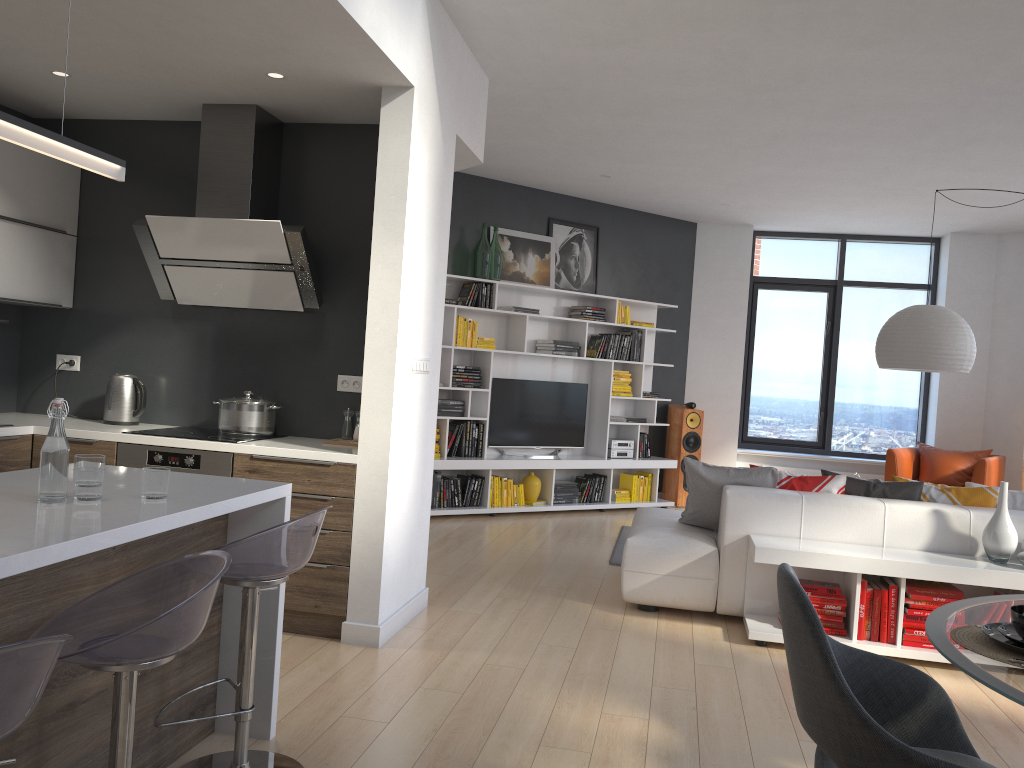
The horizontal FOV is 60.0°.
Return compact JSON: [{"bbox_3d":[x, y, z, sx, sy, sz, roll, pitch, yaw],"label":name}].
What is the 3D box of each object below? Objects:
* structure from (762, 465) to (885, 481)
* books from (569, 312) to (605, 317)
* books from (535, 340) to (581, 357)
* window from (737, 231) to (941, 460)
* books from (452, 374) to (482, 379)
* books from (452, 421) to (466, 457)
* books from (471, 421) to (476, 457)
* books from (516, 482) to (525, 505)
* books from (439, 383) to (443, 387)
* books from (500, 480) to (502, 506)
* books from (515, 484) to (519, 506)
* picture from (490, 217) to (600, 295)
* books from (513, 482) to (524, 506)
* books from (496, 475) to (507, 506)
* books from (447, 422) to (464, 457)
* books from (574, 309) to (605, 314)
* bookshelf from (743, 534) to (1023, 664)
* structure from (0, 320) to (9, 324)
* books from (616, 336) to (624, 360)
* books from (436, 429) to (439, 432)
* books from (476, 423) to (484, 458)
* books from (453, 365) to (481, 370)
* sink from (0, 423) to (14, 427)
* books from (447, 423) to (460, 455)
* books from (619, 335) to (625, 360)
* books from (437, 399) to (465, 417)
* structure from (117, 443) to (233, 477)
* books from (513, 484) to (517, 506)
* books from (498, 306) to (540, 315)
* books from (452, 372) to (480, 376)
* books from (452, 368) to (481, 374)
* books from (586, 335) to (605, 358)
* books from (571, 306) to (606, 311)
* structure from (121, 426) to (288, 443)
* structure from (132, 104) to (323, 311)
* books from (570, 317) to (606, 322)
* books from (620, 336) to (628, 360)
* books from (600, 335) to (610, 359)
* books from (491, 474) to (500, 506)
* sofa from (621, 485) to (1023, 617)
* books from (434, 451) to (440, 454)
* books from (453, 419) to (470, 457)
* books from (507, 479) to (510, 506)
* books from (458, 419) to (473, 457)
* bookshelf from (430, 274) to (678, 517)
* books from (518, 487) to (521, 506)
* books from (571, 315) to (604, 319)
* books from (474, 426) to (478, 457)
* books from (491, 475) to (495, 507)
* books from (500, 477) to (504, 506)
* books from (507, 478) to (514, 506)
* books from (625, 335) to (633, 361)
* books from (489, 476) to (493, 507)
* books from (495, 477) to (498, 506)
[{"bbox_3d":[3.379,1.147,9.363,1.474,0.460,0.110,4,1,11],"label":"structure"},{"bbox_3d":[0.721,-0.668,8.550,0.284,0.030,0.214,3,1,-31],"label":"books"},{"bbox_3d":[0.434,-0.337,8.364,0.343,0.137,0.277,3,1,-39],"label":"books"},{"bbox_3d":[3.518,-0.422,9.671,1.960,2.402,0.170,4,1,11],"label":"window"},{"bbox_3d":[-0.436,-0.066,7.761,0.284,0.030,0.214,4,1,-26],"label":"books"},{"bbox_3d":[-0.474,0.483,7.771,0.028,0.301,0.213,3,1,-34],"label":"books"},{"bbox_3d":[-0.401,0.479,7.831,0.034,0.315,0.239,3,1,-34],"label":"books"},{"bbox_3d":[0.063,0.989,8.019,0.046,0.193,0.149,3,1,-34],"label":"books"},{"bbox_3d":[-0.746,-0.003,7.545,0.209,0.030,0.266,3,1,-41],"label":"books"},{"bbox_3d":[-0.143,0.961,7.870,0.042,0.230,0.156,3,1,-36],"label":"books"},{"bbox_3d":[0.013,0.990,7.971,0.046,0.187,0.134,3,1,-35],"label":"books"},{"bbox_3d":[0.327,-1.227,8.377,1.279,0.707,0.076,3,1,-34],"label":"picture"},{"bbox_3d":[0.048,0.989,7.998,0.067,0.193,0.148,3,1,-33],"label":"books"},{"bbox_3d":[-0.112,0.950,7.909,0.055,0.252,0.185,3,1,-36],"label":"books"},{"bbox_3d":[-0.528,0.484,7.733,0.100,0.289,0.210,3,1,-35],"label":"books"},{"bbox_3d":[0.741,-0.694,8.530,0.246,0.026,0.180,3,1,-32],"label":"books"},{"bbox_3d":[2.484,1.137,4.292,2.600,0.500,0.356,4,1,11],"label":"bookshelf"},{"bbox_3d":[-3.029,-0.336,3.349,0.050,0.045,3.000,4,1,11],"label":"structure"},{"bbox_3d":[1.010,-0.352,8.686,0.069,0.242,0.172,3,1,-33],"label":"books"},{"bbox_3d":[-0.766,0.387,7.596,0.234,0.024,0.171,4,1,-30],"label":"books"},{"bbox_3d":[-0.338,0.492,7.868,0.051,0.297,0.230,3,1,-34],"label":"books"},{"bbox_3d":[-0.424,-0.145,7.759,0.246,0.026,0.180,4,1,-27],"label":"books"},{"bbox_3d":[-2.670,0.149,3.950,0.512,0.518,0.626,4,1,11],"label":"sink"},{"bbox_3d":[-0.580,0.483,7.718,0.142,0.284,0.232,3,1,-34],"label":"books"},{"bbox_3d":[1.015,-0.359,8.721,0.075,0.254,0.192,3,1,-35],"label":"books"},{"bbox_3d":[-0.622,0.202,7.681,0.343,0.137,0.277,3,1,-34],"label":"books"},{"bbox_3d":[-1.551,0.594,4.405,0.587,0.588,0.584,4,1,11],"label":"structure"},{"bbox_3d":[-0.008,0.988,7.965,0.056,0.188,0.138,3,1,-34],"label":"books"},{"bbox_3d":[0.058,-0.665,8.064,0.310,0.047,0.250,3,1,-39],"label":"books"},{"bbox_3d":[-0.437,-0.092,7.763,0.264,0.020,0.189,3,1,-31],"label":"books"},{"bbox_3d":[-0.442,-0.118,7.781,0.284,0.030,0.214,4,1,-26],"label":"books"},{"bbox_3d":[0.796,-0.362,8.570,0.104,0.234,0.182,3,1,-34],"label":"books"},{"bbox_3d":[0.734,-0.722,8.537,0.266,0.030,0.209,3,1,-41],"label":"books"},{"bbox_3d":[-1.519,0.252,4.446,0.600,0.006,0.550,4,1,11],"label":"structure"},{"bbox_3d":[-1.419,-0.898,4.514,0.898,0.998,0.407,4,1,11],"label":"structure"},{"bbox_3d":[0.730,-0.616,8.531,0.284,0.030,0.214,3,1,-31],"label":"books"},{"bbox_3d":[1.043,-0.352,8.725,0.071,0.243,0.179,3,1,-35],"label":"books"},{"bbox_3d":[0.855,-0.358,8.599,0.081,0.233,0.169,3,1,-35],"label":"books"},{"bbox_3d":[-0.167,0.940,7.874,0.038,0.267,0.202,3,1,-34],"label":"books"},{"bbox_3d":[2.513,1.001,5.797,3.424,0.732,2.614,4,1,11],"label":"sofa"},{"bbox_3d":[-0.783,0.571,7.580,0.269,0.025,0.213,3,1,-31],"label":"books"},{"bbox_3d":[-0.451,0.476,7.793,0.034,0.314,0.237,3,1,-34],"label":"books"},{"bbox_3d":[-0.076,0.958,7.910,0.043,0.240,0.169,3,1,-36],"label":"books"},{"bbox_3d":[-0.425,0.472,7.814,0.026,0.326,0.237,3,1,-34],"label":"books"},{"bbox_3d":[0.331,0.154,8.214,3.000,2.052,0.455,3,1,-34],"label":"bookshelf"},{"bbox_3d":[0.035,1.002,7.972,0.049,0.169,0.113,3,1,-35],"label":"books"},{"bbox_3d":[0.728,-0.642,8.532,0.264,0.020,0.189,3,1,-36],"label":"books"},{"bbox_3d":[-0.371,0.501,7.845,0.028,0.272,0.200,3,1,-34],"label":"books"},{"bbox_3d":[-0.219,0.934,7.833,0.048,0.271,0.213,3,1,-34],"label":"books"},{"bbox_3d":[-0.127,0.949,7.886,0.041,0.252,0.180,3,1,-34],"label":"books"},{"bbox_3d":[-0.047,0.962,7.965,0.056,0.235,0.172,3,1,-35],"label":"books"},{"bbox_3d":[1.096,-0.357,8.776,0.066,0.260,0.197,3,1,-34],"label":"books"},{"bbox_3d":[-0.239,0.933,7.794,0.029,0.270,0.204,3,1,-34],"label":"books"},{"bbox_3d":[-0.193,0.942,7.858,0.066,0.258,0.198,3,1,-34],"label":"books"}]
